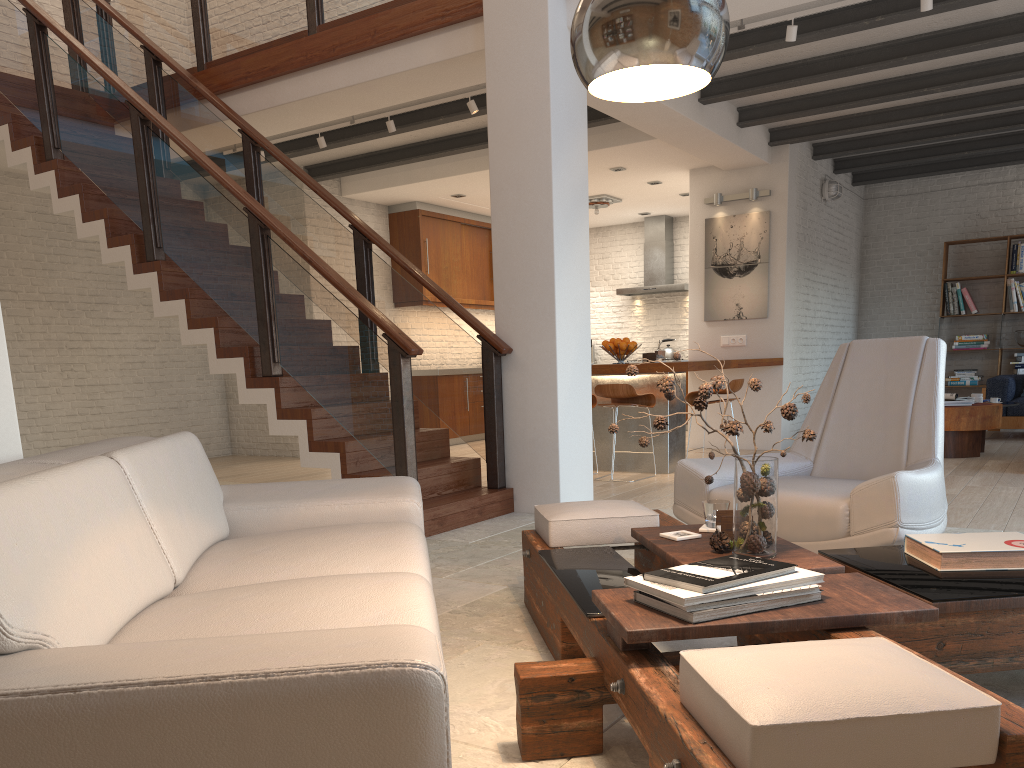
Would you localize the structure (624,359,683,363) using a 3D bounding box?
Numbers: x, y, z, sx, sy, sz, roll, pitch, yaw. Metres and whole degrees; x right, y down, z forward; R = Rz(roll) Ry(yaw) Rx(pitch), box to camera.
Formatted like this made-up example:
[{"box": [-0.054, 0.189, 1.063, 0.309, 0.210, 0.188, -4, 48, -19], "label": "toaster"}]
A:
[{"box": [1.951, -0.318, 11.954, 0.809, 0.032, 0.579, -1, 2, 33], "label": "structure"}]

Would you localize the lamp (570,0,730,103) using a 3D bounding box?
[{"box": [0.595, -0.274, 1.072, 0.318, 2.408, 1.990, -6, 8, -21], "label": "lamp"}]

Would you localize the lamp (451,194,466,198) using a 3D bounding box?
[{"box": [-0.597, -2.114, 9.709, 0.123, 0.056, 0.121, 0, 4, 33], "label": "lamp"}]

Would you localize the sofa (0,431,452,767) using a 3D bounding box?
[{"box": [-0.785, 0.552, 2.352, 1.142, 0.772, 2.283, -3, 2, -7], "label": "sofa"}]

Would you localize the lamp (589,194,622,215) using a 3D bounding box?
[{"box": [0.996, -2.083, 10.260, 0.449, 0.174, 0.442, 0, 3, 33], "label": "lamp"}]

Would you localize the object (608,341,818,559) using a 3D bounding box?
[{"box": [0.542, 0.186, 2.437, 0.542, 0.623, 0.307, -2, 9, 4], "label": "object"}]

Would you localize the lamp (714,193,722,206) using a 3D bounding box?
[{"box": [2.041, -1.829, 8.639, 0.079, 0.107, 0.078, -6, 9, -28], "label": "lamp"}]

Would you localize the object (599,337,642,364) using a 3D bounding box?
[{"box": [0.936, -0.286, 7.506, 0.366, 0.227, 0.355, -2, 4, -1], "label": "object"}]

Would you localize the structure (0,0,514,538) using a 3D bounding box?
[{"box": [-0.092, -1.280, 6.005, 10.119, 4.239, 13.612, 0, 3, 33], "label": "structure"}]

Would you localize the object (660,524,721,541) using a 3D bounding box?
[{"box": [0.607, 0.465, 2.791, 0.271, 0.035, 0.243, -2, 1, 5], "label": "object"}]

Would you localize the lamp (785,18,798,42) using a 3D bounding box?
[{"box": [1.637, -2.062, 5.104, 0.059, 0.132, 0.084, -1, 8, 3], "label": "lamp"}]

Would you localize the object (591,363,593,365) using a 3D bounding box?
[{"box": [0.607, -0.183, 7.672, 0.286, 0.035, 0.202, -1, 2, 33], "label": "object"}]

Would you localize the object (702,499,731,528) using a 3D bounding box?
[{"box": [0.665, 0.425, 2.843, 0.091, 0.087, 0.089, -3, 6, -7], "label": "object"}]

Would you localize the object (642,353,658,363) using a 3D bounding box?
[{"box": [1.167, -0.221, 7.367, 0.094, 0.084, 0.112, -3, 5, -12], "label": "object"}]

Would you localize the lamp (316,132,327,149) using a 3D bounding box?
[{"box": [-1.563, -1.992, 7.157, 0.060, 0.132, 0.084, 5, 11, 35], "label": "lamp"}]

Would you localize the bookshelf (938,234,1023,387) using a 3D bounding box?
[{"box": [5.769, -0.582, 10.262, 1.310, 2.259, 0.356, 4, 12, 32], "label": "bookshelf"}]

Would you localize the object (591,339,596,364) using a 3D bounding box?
[{"box": [1.073, -0.478, 12.734, 0.320, 0.385, 0.065, 3, 12, 32], "label": "object"}]

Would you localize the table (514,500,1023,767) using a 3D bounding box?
[{"box": [0.960, 0.653, 2.456, 1.968, 0.439, 2.162, -2, 2, -6], "label": "table"}]

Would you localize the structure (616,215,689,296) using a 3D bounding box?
[{"box": [1.943, -1.733, 11.725, 0.981, 1.018, 0.447, 2, 10, 32], "label": "structure"}]

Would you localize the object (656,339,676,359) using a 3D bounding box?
[{"box": [2.099, -0.471, 11.710, 0.260, 0.282, 0.259, -7, 8, -35], "label": "object"}]

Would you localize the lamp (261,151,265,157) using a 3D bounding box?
[{"box": [-2.171, -1.979, 7.544, 0.059, 0.132, 0.084, -1, 8, 3], "label": "lamp"}]

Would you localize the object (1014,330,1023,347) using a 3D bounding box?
[{"box": [6.060, -0.527, 10.128, 0.399, 0.206, 0.396, -3, 4, -15], "label": "object"}]

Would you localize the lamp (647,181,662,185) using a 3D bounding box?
[{"box": [1.536, -2.183, 9.382, 0.123, 0.056, 0.121, 0, 4, 33], "label": "lamp"}]

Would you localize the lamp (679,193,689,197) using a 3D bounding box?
[{"box": [2.020, -2.216, 10.111, 0.123, 0.056, 0.121, 0, 4, 33], "label": "lamp"}]

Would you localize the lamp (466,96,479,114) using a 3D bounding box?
[{"box": [-0.287, -2.020, 6.331, 0.087, 0.132, 0.057, -3, 10, -7], "label": "lamp"}]

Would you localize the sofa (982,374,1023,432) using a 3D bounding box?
[{"box": [5.283, 0.263, 7.826, 2.072, 0.676, 3.881, -1, 2, 33], "label": "sofa"}]

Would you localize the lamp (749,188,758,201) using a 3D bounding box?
[{"box": [2.339, -1.836, 8.448, 0.079, 0.107, 0.078, -6, 9, -28], "label": "lamp"}]

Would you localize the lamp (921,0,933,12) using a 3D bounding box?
[{"box": [2.244, -2.076, 4.717, 0.060, 0.132, 0.084, 5, 11, 35], "label": "lamp"}]

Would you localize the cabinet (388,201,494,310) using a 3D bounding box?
[{"box": [-0.330, -1.558, 11.536, 0.459, 1.190, 3.283, 5, 6, 33], "label": "cabinet"}]

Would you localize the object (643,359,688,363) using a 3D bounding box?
[{"box": [1.253, -0.198, 7.268, 0.394, 0.035, 0.195, -1, 2, 37], "label": "object"}]

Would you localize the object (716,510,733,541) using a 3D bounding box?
[{"box": [0.689, 0.440, 2.704, 0.094, 0.084, 0.112, -2, 5, 5], "label": "object"}]

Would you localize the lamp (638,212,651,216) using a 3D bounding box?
[{"box": [1.724, -2.232, 11.340, 0.123, 0.056, 0.121, 0, 4, 33], "label": "lamp"}]

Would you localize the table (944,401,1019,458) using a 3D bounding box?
[{"box": [4.189, 0.401, 8.406, 1.071, 0.457, 1.801, 0, 3, 39], "label": "table"}]

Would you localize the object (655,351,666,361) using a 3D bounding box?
[{"box": [1.230, -0.233, 7.236, 0.090, 0.087, 0.090, -7, 8, -42], "label": "object"}]

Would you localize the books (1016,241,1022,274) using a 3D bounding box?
[{"box": [5.847, -1.446, 10.054, 0.020, 0.368, 0.266, 6, 11, 33], "label": "books"}]

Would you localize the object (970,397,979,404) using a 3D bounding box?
[{"box": [4.229, 0.151, 8.045, 0.146, 0.057, 0.171, -1, 2, 22], "label": "object"}]

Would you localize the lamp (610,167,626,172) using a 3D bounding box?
[{"box": [1.052, -2.150, 8.652, 0.123, 0.056, 0.121, 0, 4, 33], "label": "lamp"}]

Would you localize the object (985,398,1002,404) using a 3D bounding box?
[{"box": [4.626, 0.165, 8.367, 0.154, 0.058, 0.265, -1, 2, 26], "label": "object"}]

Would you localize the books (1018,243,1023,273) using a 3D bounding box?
[{"box": [5.871, -1.432, 10.022, 0.055, 0.338, 0.249, 5, 11, 33], "label": "books"}]

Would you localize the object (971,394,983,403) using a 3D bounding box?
[{"box": [4.413, 0.148, 8.281, 0.106, 0.111, 0.107, -8, 9, -41], "label": "object"}]

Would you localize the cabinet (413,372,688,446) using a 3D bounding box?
[{"box": [0.952, -0.754, 11.331, 4.779, 2.908, 2.210, -2, 8, -2], "label": "cabinet"}]

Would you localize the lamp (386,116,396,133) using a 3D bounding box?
[{"box": [-0.938, -2.006, 6.757, 0.060, 0.132, 0.084, 5, 11, 35], "label": "lamp"}]
